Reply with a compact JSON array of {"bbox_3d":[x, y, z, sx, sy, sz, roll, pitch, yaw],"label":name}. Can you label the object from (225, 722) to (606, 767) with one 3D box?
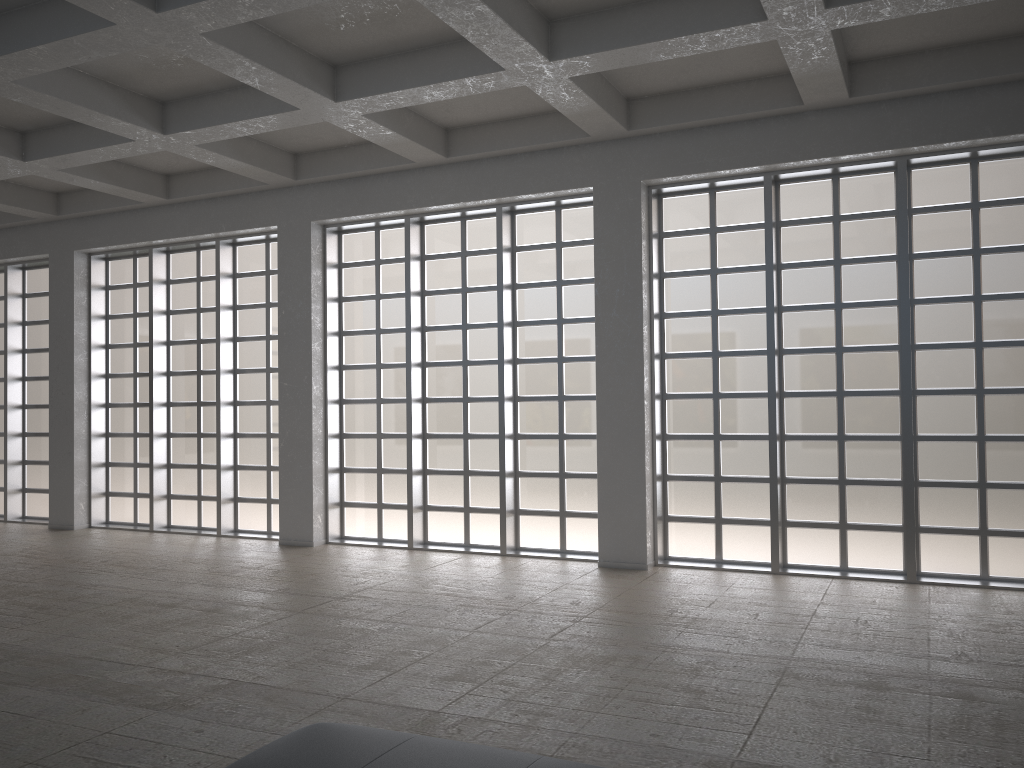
[{"bbox_3d":[-0.501,3.020,5.926,3.044,0.828,1.616,-1,-2,25],"label":"object"}]
